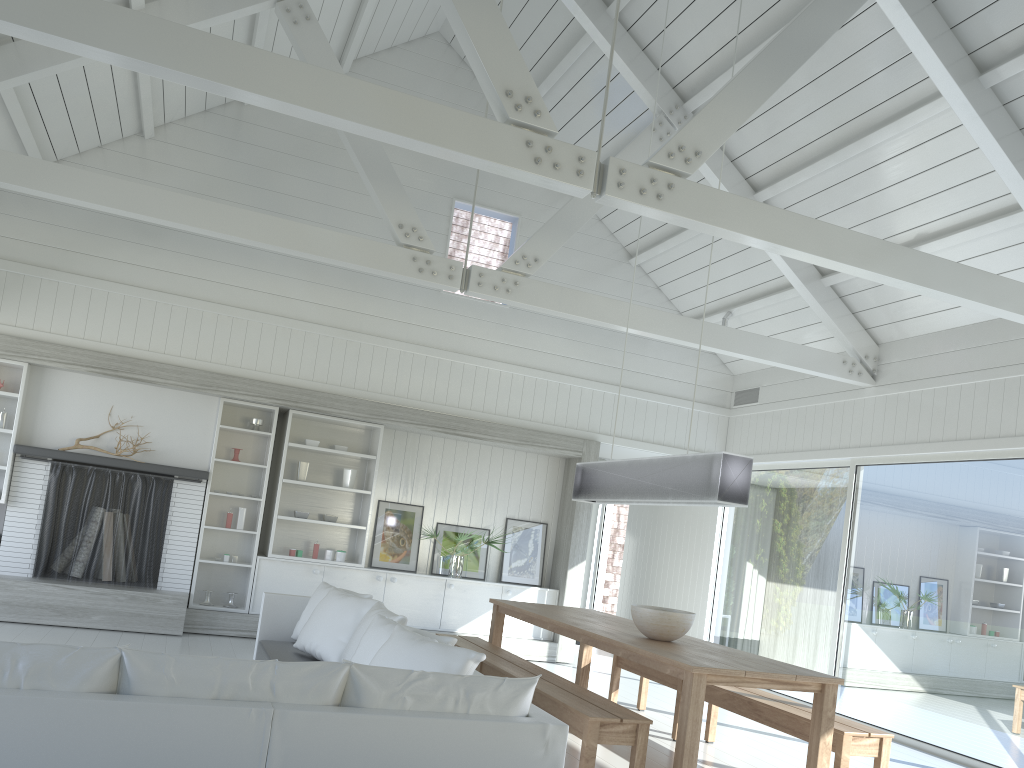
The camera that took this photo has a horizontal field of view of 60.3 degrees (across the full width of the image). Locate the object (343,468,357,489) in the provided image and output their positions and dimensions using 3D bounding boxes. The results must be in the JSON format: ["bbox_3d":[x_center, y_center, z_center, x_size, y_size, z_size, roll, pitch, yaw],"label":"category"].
[{"bbox_3d":[-1.647,0.960,8.917,0.102,0.195,0.104,5,-6,25],"label":"object"}]

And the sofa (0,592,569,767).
[{"bbox_3d":[-2.142,1.413,4.628,3.497,0.732,4.153,11,-10,-19],"label":"sofa"}]

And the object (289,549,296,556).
[{"bbox_3d":[-2.167,1.659,8.700,0.055,0.070,0.054,13,-8,-41],"label":"object"}]

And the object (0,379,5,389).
[{"bbox_3d":[-4.536,0.001,7.735,0.230,0.126,0.060,4,-6,24],"label":"object"}]

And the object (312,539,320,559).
[{"bbox_3d":[-1.955,1.642,8.798,0.054,0.195,0.054,9,-4,-21],"label":"object"}]

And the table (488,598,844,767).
[{"bbox_3d":[0.710,1.973,5.696,0.911,0.756,2.962,10,-10,-19],"label":"table"}]

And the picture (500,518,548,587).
[{"bbox_3d":[0.133,1.852,9.683,0.497,0.698,0.065,10,-4,-20],"label":"picture"}]

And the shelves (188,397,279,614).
[{"bbox_3d":[-2.741,1.193,8.655,0.544,1.985,0.606,9,-5,-20],"label":"shelves"}]

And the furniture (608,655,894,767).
[{"bbox_3d":[1.411,2.257,5.949,0.342,0.467,2.693,10,-10,-19],"label":"furniture"}]

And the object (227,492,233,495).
[{"bbox_3d":[-2.725,1.054,8.499,0.054,0.025,0.054,11,-9,-20],"label":"object"}]

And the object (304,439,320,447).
[{"bbox_3d":[-1.998,0.597,8.791,0.142,0.066,0.142,11,-9,-20],"label":"object"}]

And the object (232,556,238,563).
[{"bbox_3d":[-2.683,1.693,8.524,0.059,0.060,0.057,10,-7,-20],"label":"object"}]

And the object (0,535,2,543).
[{"bbox_3d":[-4.659,1.395,7.887,0.110,0.110,0.496,10,-10,-21],"label":"object"}]

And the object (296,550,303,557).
[{"bbox_3d":[-2.113,1.680,8.748,0.059,0.060,0.057,14,-9,-42],"label":"object"}]

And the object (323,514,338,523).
[{"bbox_3d":[-1.854,1.372,8.985,0.142,0.066,0.142,11,-9,-20],"label":"object"}]

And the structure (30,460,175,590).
[{"bbox_3d":[-3.655,1.280,7.911,1.104,1.055,0.116,10,-4,-21],"label":"structure"}]

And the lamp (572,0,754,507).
[{"bbox_3d":[1.150,-1.308,5.856,0.201,4.211,1.912,9,-5,-19],"label":"lamp"}]

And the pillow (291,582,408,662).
[{"bbox_3d":[-1.107,1.674,6.000,0.466,0.473,2.062,11,-10,-27],"label":"pillow"}]

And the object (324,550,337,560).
[{"bbox_3d":[-1.831,1.725,8.884,0.091,0.095,0.091,6,-7,14],"label":"object"}]

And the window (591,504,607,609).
[{"bbox_3d":[1.445,2.458,12.667,0.038,2.410,0.948,9,-5,-19],"label":"window"}]

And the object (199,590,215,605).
[{"bbox_3d":[-2.910,2.042,8.429,0.136,0.129,0.139,5,-8,22],"label":"object"}]

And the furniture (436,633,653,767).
[{"bbox_3d":[0.022,1.983,5.431,0.342,0.467,2.693,10,-10,-19],"label":"furniture"}]

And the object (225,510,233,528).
[{"bbox_3d":[-2.727,1.293,8.513,0.054,0.195,0.054,9,-4,-21],"label":"object"}]

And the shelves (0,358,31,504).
[{"bbox_3d":[-4.798,0.378,7.756,0.870,1.230,0.550,10,-5,-20],"label":"shelves"}]

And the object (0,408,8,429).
[{"bbox_3d":[-4.480,0.301,7.761,0.054,0.195,0.054,9,-4,-19],"label":"object"}]

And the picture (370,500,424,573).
[{"bbox_3d":[-1.193,1.590,9.188,0.497,0.698,0.065,10,-4,-20],"label":"picture"}]

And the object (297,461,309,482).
[{"bbox_3d":[-2.082,0.874,8.755,0.103,0.195,0.103,9,-5,-20],"label":"object"}]

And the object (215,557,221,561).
[{"bbox_3d":[-2.826,1.684,8.472,0.054,0.025,0.054,11,-9,-20],"label":"object"}]

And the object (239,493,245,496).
[{"bbox_3d":[-2.635,1.082,8.591,0.054,0.025,0.054,11,-9,-20],"label":"object"}]

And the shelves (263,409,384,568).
[{"bbox_3d":[-1.923,1.075,8.964,0.944,1.432,0.606,10,-5,-20],"label":"shelves"}]

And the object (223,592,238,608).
[{"bbox_3d":[-2.707,2.082,8.505,0.136,0.129,0.139,5,-8,22],"label":"object"}]

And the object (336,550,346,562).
[{"bbox_3d":[-1.718,1.726,8.853,0.085,0.111,0.086,6,-6,15],"label":"object"}]

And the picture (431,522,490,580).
[{"bbox_3d":[-0.546,1.795,9.440,0.612,0.549,0.054,10,-4,-20],"label":"picture"}]

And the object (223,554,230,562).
[{"bbox_3d":[-2.751,1.675,8.500,0.054,0.070,0.054,10,-6,-21],"label":"object"}]

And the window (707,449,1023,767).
[{"bbox_3d":[4.245,1.505,5.130,0.081,2.399,10.980,9,-10,-19],"label":"window"}]

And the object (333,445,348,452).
[{"bbox_3d":[-1.761,0.671,9.031,0.142,0.066,0.142,11,-9,-20],"label":"object"}]

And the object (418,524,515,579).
[{"bbox_3d":[-0.477,1.713,9.150,0.978,0.624,0.624,11,-8,-22],"label":"object"}]

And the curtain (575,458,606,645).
[{"bbox_3d":[0.584,2.019,10.956,1.012,2.353,0.116,9,-4,-20],"label":"curtain"}]

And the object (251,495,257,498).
[{"bbox_3d":[-2.544,1.110,8.683,0.054,0.025,0.054,11,-9,-20],"label":"object"}]

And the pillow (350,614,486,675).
[{"bbox_3d":[-0.558,1.470,4.429,0.470,0.474,1.320,11,-10,-28],"label":"pillow"}]

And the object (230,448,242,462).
[{"bbox_3d":[-2.671,0.692,8.541,0.136,0.129,0.139,5,-8,22],"label":"object"}]

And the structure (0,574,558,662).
[{"bbox_3d":[-2.708,2.289,8.950,6.388,0.344,1.890,11,-10,-20],"label":"structure"}]

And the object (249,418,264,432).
[{"bbox_3d":[-2.491,0.403,8.584,0.161,0.123,0.163,6,-8,13],"label":"object"}]

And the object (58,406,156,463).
[{"bbox_3d":[-3.562,0.437,7.955,0.455,0.498,0.793,2,-10,39],"label":"object"}]

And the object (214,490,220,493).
[{"bbox_3d":[-2.816,1.026,8.407,0.054,0.025,0.054,11,-9,-20],"label":"object"}]

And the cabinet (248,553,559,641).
[{"bbox_3d":[-1.095,2.243,9.231,3.201,0.547,0.656,11,-8,-20],"label":"cabinet"}]

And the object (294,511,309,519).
[{"bbox_3d":[-2.091,1.299,8.745,0.142,0.066,0.142,11,-9,-20],"label":"object"}]

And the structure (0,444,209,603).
[{"bbox_3d":[-3.784,1.344,8.242,1.626,1.276,0.862,10,-6,-20],"label":"structure"}]

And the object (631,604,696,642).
[{"bbox_3d":[0.903,1.452,5.323,0.392,0.184,0.390,12,-10,-28],"label":"object"}]

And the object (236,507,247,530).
[{"bbox_3d":[-2.627,1.305,8.548,0.073,0.209,0.071,9,-5,-20],"label":"object"}]
